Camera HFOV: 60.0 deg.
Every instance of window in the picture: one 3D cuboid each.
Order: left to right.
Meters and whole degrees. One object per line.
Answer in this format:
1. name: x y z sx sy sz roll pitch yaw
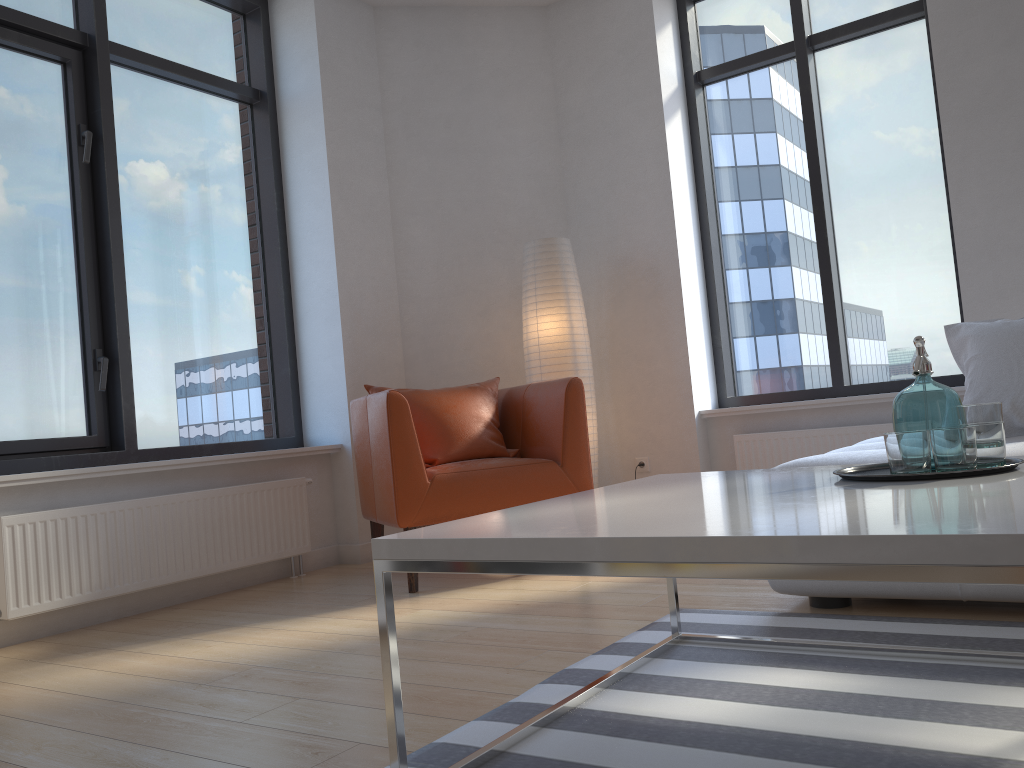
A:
1. window: -1.814 -0.842 3.924 0.170 2.402 1.960 -7 -3 34
2. window: 1.614 -1.124 4.669 1.310 2.402 0.170 -7 -3 34

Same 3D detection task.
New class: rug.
1. rug: 0.536 0.614 1.294 1.662 0.016 2.326 -7 -3 34

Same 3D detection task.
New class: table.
1. table: 0.547 0.403 1.566 1.091 0.435 1.091 -7 -3 34

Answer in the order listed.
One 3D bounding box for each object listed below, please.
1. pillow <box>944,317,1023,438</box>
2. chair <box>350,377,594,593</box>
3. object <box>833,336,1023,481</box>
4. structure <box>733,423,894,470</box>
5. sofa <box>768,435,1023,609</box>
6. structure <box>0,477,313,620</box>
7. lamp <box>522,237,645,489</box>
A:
1. pillow: 1.959 -0.111 2.144 0.580 0.456 2.156 -4 -3 -30
2. chair: -0.220 0.389 3.960 0.896 0.858 0.843 -4 -3 -24
3. object: 0.773 0.037 1.690 0.330 0.265 0.330 -4 -3 -32
4. structure: 1.598 0.438 4.303 1.015 0.460 0.110 -7 -3 34
5. sofa: 1.503 0.172 1.470 2.614 0.732 3.424 -7 -3 34
6. structure: -1.380 0.685 3.688 0.110 0.460 1.474 -7 -3 34
7. lamp: 0.480 0.007 4.557 0.804 1.550 0.502 -5 -3 -5
